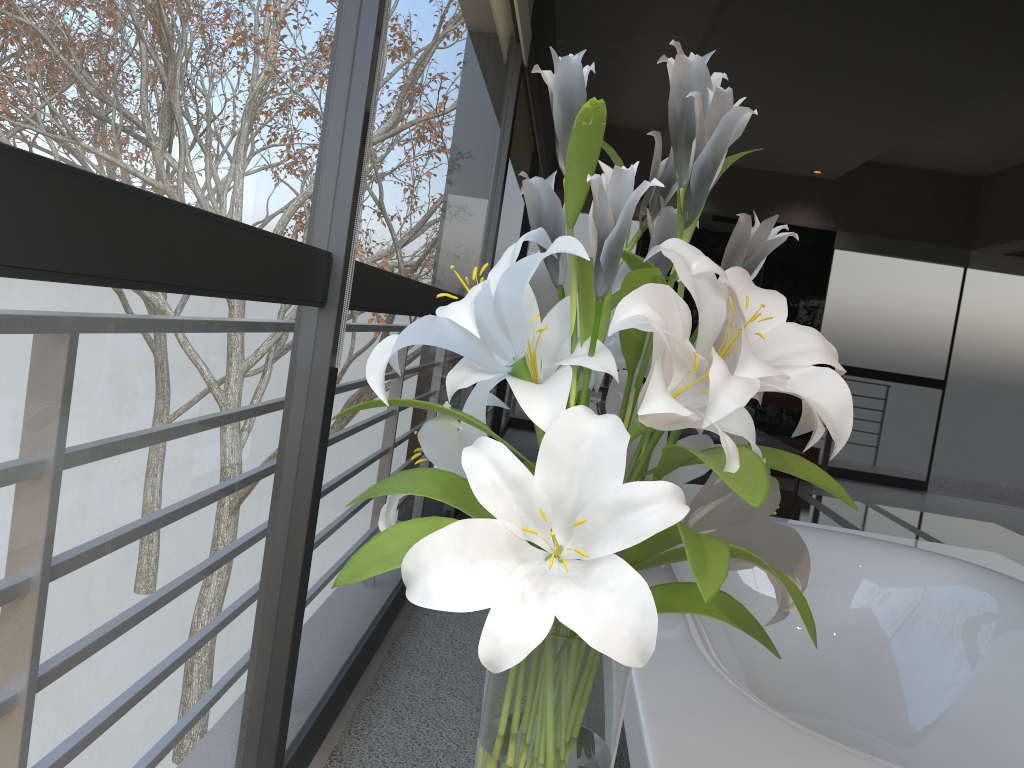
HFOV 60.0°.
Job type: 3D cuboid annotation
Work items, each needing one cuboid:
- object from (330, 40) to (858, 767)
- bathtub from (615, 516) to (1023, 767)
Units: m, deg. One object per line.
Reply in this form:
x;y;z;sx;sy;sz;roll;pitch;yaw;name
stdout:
0.074;0.089;0.842;0.460;0.795;0.450;11;4;30;object
0.843;0.758;1.988;1.327;0.504;1.959;9;4;3;bathtub
